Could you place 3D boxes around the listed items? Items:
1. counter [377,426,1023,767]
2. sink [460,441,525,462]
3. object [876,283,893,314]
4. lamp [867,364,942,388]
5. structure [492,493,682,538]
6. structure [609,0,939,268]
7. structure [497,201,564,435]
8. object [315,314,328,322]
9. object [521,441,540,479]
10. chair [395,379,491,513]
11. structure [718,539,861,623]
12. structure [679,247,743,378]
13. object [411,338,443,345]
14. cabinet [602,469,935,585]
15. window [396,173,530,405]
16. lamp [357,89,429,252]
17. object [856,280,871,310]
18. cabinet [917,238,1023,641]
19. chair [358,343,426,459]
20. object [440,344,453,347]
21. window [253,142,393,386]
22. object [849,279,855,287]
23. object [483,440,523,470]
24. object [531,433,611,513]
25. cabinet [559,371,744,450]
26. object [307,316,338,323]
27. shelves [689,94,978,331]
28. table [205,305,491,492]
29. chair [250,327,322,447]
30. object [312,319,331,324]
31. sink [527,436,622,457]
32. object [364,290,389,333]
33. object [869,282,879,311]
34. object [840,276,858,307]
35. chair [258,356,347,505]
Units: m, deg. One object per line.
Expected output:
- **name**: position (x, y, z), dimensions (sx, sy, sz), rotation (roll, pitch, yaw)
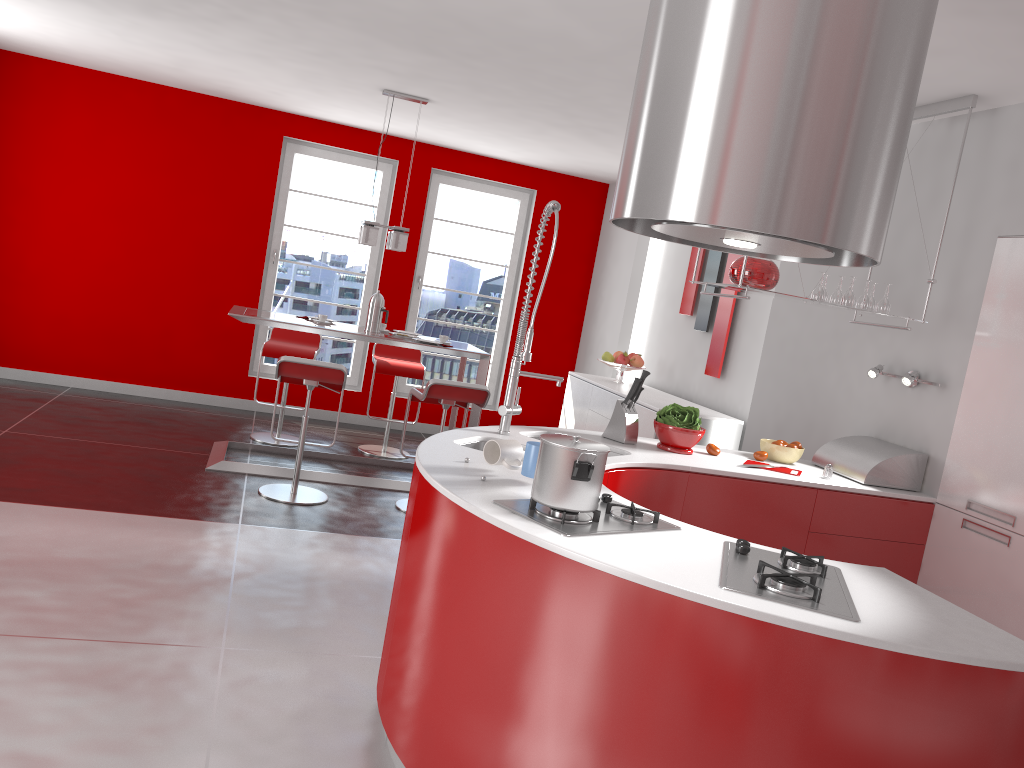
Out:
- **counter**: position (0.617, 0.784, 3.338), dimensions (1.868, 0.880, 2.865), rotation (12, 6, 18)
- **sink**: position (-0.001, 0.345, 3.206), dimensions (0.428, 0.172, 0.326), rotation (13, 6, 23)
- **object**: position (1.675, -0.379, 3.981), dimensions (0.060, 0.141, 0.060), rotation (9, 6, -16)
- **lamp**: position (1.795, -0.033, 4.108), dimensions (0.155, 0.081, 0.454), rotation (9, 6, -16)
- **structure**: position (0.210, 0.340, 2.401), dimensions (0.457, 0.037, 0.303), rotation (5, 8, -41)
- **structure**: position (0.638, -0.804, 2.109), dimensions (0.644, 0.958, 0.644), rotation (15, 8, 40)
- **structure**: position (0.099, -0.239, 3.437), dimensions (0.178, 0.920, 0.308), rotation (13, 7, 27)
- **object**: position (-1.300, -0.448, 6.056), dimensions (0.078, 0.049, 0.062), rotation (11, 6, 7)
- **object**: position (0.085, 0.235, 2.691), dimensions (0.080, 0.100, 0.109), rotation (5, 8, -43)
- **chair**: position (-0.448, 0.376, 5.529), dimensions (0.418, 0.857, 0.460), rotation (8, 6, -21)
- **structure**: position (0.658, 0.449, 2.130), dimensions (0.303, 0.037, 0.457), rotation (12, 6, 14)
- **structure**: position (1.476, -0.833, 6.507), dimensions (0.040, 1.503, 0.820), rotation (9, 6, -16)
- **object**: position (-0.570, -0.282, 5.959), dimensions (0.217, 0.015, 0.217), rotation (12, 6, 20)
- **cabinet**: position (0.890, 0.797, 3.369), dimensions (1.025, 0.761, 1.875), rotation (13, 7, 29)
- **window**: position (-0.458, -0.858, 8.309), dimensions (0.938, 2.038, 0.117), rotation (9, 6, -16)
- **lamp**: position (-0.803, -1.432, 5.999), dimensions (0.304, 1.025, 0.304), rotation (9, 6, -16)
- **object**: position (1.587, -0.395, 3.988), dimensions (0.060, 0.141, 0.060), rotation (9, 6, -16)
- **cabinet**: position (2.476, 0.589, 2.807), dimensions (0.614, 2.026, 2.398), rotation (9, 6, -16)
- **chair**: position (-0.952, 0.125, 7.062), dimensions (0.418, 0.857, 0.460), rotation (9, 6, -13)
- **object**: position (-0.437, -0.260, 5.991), dimensions (0.095, 0.012, 0.234), rotation (9, 6, -16)
- **window**: position (-1.694, -1.043, 7.953), dimensions (0.938, 2.038, 0.117), rotation (9, 6, -16)
- **object**: position (1.553, -0.412, 4.085), dimensions (0.060, 0.141, 0.060), rotation (5, 8, -39)
- **object**: position (-0.018, 0.217, 2.769), dimensions (0.100, 0.080, 0.109), rotation (4, 8, -46)
- **object**: position (0.152, 0.224, 2.327), dimensions (0.218, 0.185, 0.189), rotation (14, 7, 36)
- **cabinet**: position (0.911, 0.499, 6.579), dimensions (0.610, 0.880, 1.802), rotation (9, 6, -16)
- **object**: position (-1.343, -0.454, 6.264), dimensions (0.217, 0.015, 0.217), rotation (11, 6, 8)
- **shelves**: position (1.386, -0.820, 3.891), dimensions (0.934, 1.023, 0.462), rotation (9, 6, -16)
- **table**: position (-1.135, 0.114, 6.147), dimensions (1.700, 1.000, 0.800), rotation (9, 6, -16)
- **chair**: position (-1.734, 0.010, 6.817), dimensions (0.418, 0.857, 0.460), rotation (9, 6, -8)
- **object**: position (-1.297, -0.423, 6.058), dimensions (0.119, 0.016, 0.119), rotation (6, 7, -36)
- **sink**: position (0.239, 0.344, 3.629), dimensions (0.428, 0.172, 0.326), rotation (14, 7, 35)
- **object**: position (-0.920, -0.498, 6.085), dimensions (0.149, 0.287, 0.113), rotation (9, 6, -8)
- **object**: position (1.644, -0.393, 4.060), dimensions (0.060, 0.141, 0.060), rotation (9, 6, -16)
- **object**: position (1.501, -0.406, 3.938), dimensions (0.060, 0.141, 0.060), rotation (9, 6, -16)
- **chair**: position (-1.244, 0.256, 5.306), dimensions (0.418, 0.857, 0.460), rotation (9, 6, -11)
